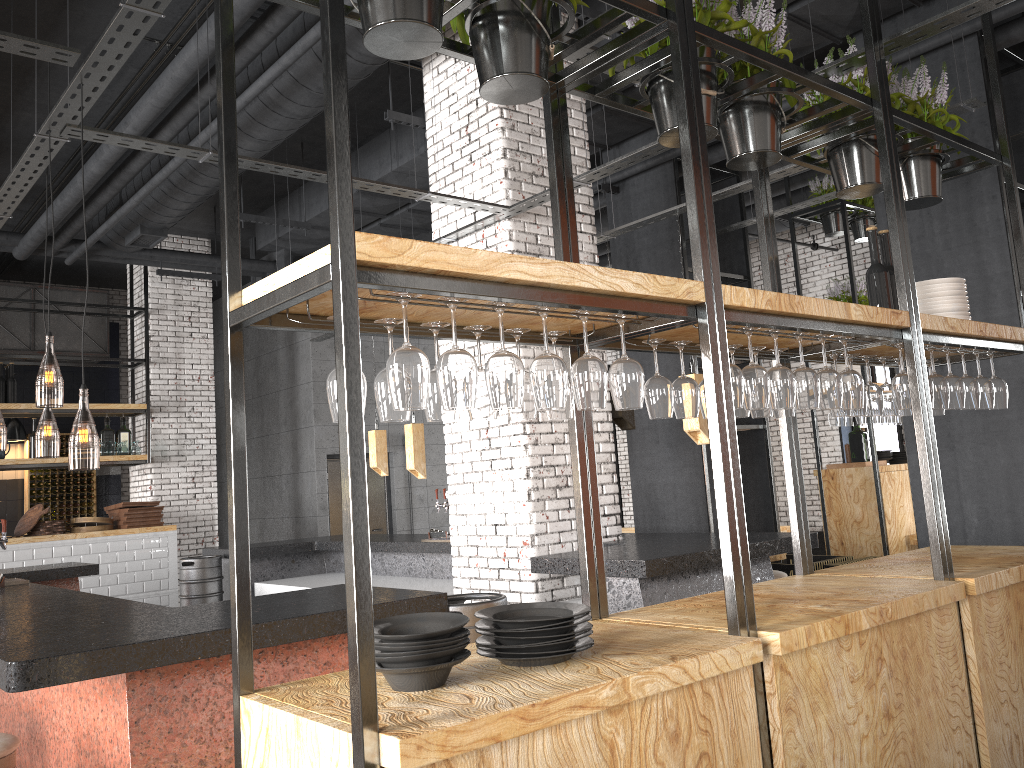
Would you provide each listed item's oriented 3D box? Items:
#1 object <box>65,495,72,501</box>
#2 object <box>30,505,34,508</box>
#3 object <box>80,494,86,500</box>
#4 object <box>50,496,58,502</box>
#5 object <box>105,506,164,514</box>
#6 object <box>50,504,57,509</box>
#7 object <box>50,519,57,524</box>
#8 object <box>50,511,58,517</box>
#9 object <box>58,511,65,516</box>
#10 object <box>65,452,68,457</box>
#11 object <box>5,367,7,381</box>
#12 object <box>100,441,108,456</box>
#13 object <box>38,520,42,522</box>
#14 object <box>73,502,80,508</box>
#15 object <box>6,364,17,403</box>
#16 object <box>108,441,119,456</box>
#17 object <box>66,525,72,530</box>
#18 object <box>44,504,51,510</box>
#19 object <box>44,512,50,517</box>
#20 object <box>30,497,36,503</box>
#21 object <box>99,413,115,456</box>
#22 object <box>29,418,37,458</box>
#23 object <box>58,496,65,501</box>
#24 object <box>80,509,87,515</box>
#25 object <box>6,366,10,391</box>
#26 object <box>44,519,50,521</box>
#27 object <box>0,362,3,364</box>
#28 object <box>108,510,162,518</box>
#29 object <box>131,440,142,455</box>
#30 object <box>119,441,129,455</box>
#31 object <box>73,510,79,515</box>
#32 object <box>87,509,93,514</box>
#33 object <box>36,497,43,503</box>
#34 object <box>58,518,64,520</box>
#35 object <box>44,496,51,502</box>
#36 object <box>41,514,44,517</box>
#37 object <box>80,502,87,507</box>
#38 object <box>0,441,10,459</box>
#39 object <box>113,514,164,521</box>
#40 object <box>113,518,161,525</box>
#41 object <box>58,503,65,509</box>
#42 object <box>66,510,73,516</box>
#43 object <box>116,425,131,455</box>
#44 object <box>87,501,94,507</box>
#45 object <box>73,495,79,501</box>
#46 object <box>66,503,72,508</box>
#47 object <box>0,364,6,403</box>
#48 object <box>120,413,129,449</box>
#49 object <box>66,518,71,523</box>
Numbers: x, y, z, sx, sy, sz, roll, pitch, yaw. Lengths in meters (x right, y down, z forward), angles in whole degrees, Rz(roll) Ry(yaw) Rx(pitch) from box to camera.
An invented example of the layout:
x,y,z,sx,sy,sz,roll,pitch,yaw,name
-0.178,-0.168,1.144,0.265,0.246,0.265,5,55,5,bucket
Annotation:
x,y,z,sx,sy,sz,roll,pitch,yaw,name
-6.371,1.639,12.743,0.079,0.079,0.283,2,-9,-40,object
-6.724,1.734,12.423,0.079,0.079,0.280,2,-9,-40,object
-6.223,1.642,12.860,0.079,0.079,0.283,2,-9,-40,object
-6.504,1.633,12.607,0.079,0.079,0.283,2,-9,-40,object
-4.313,1.441,10.137,0.634,0.044,0.405,-10,-9,43,object
-6.509,1.740,12.607,0.079,0.079,0.280,2,-9,-40,object
-6.469,1.943,12.550,0.079,0.079,0.280,2,-9,-40,object
-6.474,1.839,12.561,0.079,0.079,0.280,2,-9,-40,object
-6.410,1.842,12.632,0.079,0.079,0.280,2,-9,-40,object
-6.388,1.008,12.793,0.079,0.079,0.283,2,-9,-40,object
-5.701,0.042,10.003,0.098,0.459,0.098,-8,-8,27,object
-4.741,0.751,10.270,0.118,0.181,0.118,-3,-7,-7,object
-6.639,1.945,12.459,0.079,0.079,0.280,2,-9,-40,object
-6.278,1.742,12.773,0.079,0.079,0.280,2,-9,-40,object
-5.529,0.007,9.798,0.098,0.459,0.098,-8,-8,27,object
-4.656,0.755,10.358,0.118,0.181,0.118,-8,-8,26,object
-6.323,2.052,12.664,0.079,0.079,0.280,2,-9,-40,object
-6.569,1.736,12.532,0.079,0.079,0.280,2,-9,-40,object
-6.571,1.842,12.530,0.079,0.079,0.280,2,-9,-40,object
-6.707,1.625,12.409,0.079,0.079,0.283,2,-9,-40,object
-4.794,0.598,10.501,0.156,0.555,0.105,1,-9,-36,object
-5.380,0.619,9.986,0.098,0.472,0.098,-10,-10,38,object
-6.431,1.635,12.667,0.079,0.079,0.283,2,-9,-40,object
-6.208,1.850,12.831,0.079,0.079,0.280,2,-9,-40,object
-5.615,0.024,9.901,0.098,0.459,0.098,-8,-8,27,object
-6.554,1.944,12.504,0.079,0.079,0.280,2,-9,-40,object
-5.628,-0.219,9.759,0.046,0.031,0.046,-8,-8,27,object
-4.310,1.485,10.131,0.405,0.044,0.634,1,-8,-39,object
-4.447,0.755,10.487,0.118,0.181,0.118,-2,-8,-16,object
-4.575,0.760,10.449,0.118,0.181,0.118,-9,-9,33,object
-6.283,1.849,12.775,0.079,0.079,0.280,2,-9,-40,object
-6.135,1.852,12.892,0.079,0.079,0.280,2,-9,-40,object
-6.649,1.630,12.487,0.079,0.079,0.283,2,-9,-40,object
-6.408,1.947,12.625,0.079,0.079,0.280,2,-9,-40,object
-6.571,1.630,12.540,0.079,0.079,0.283,2,-9,-40,object
-6.619,1.835,12.440,0.079,0.079,0.280,2,-9,-40,object
-6.190,1.741,12.816,0.079,0.079,0.280,2,-9,-40,object
-5.635,0.728,9.713,0.198,0.231,0.165,-7,-8,20,object
-4.307,1.528,10.125,0.405,0.044,0.634,2,-9,-43,object
-4.303,1.572,10.119,0.405,0.044,0.634,1,-8,-37,object
-6.423,1.739,12.653,0.079,0.079,0.280,2,-9,-40,object
-6.343,1.845,12.699,0.079,0.079,0.280,2,-9,-40,object
-4.653,0.677,10.623,0.156,0.407,0.105,1,-9,-36,object
-6.133,1.746,12.894,0.079,0.079,0.280,2,-9,-40,object
-6.286,1.638,12.788,0.079,0.079,0.283,2,-9,-40,object
-6.361,1.743,12.725,0.079,0.079,0.280,2,-9,-40,object
-5.612,0.005,9.730,0.098,0.459,0.098,-8,-8,27,object
-4.656,0.600,10.629,0.140,0.551,0.096,1,-9,-36,object
-6.345,1.951,12.697,0.079,0.079,0.280,2,-9,-40,object
